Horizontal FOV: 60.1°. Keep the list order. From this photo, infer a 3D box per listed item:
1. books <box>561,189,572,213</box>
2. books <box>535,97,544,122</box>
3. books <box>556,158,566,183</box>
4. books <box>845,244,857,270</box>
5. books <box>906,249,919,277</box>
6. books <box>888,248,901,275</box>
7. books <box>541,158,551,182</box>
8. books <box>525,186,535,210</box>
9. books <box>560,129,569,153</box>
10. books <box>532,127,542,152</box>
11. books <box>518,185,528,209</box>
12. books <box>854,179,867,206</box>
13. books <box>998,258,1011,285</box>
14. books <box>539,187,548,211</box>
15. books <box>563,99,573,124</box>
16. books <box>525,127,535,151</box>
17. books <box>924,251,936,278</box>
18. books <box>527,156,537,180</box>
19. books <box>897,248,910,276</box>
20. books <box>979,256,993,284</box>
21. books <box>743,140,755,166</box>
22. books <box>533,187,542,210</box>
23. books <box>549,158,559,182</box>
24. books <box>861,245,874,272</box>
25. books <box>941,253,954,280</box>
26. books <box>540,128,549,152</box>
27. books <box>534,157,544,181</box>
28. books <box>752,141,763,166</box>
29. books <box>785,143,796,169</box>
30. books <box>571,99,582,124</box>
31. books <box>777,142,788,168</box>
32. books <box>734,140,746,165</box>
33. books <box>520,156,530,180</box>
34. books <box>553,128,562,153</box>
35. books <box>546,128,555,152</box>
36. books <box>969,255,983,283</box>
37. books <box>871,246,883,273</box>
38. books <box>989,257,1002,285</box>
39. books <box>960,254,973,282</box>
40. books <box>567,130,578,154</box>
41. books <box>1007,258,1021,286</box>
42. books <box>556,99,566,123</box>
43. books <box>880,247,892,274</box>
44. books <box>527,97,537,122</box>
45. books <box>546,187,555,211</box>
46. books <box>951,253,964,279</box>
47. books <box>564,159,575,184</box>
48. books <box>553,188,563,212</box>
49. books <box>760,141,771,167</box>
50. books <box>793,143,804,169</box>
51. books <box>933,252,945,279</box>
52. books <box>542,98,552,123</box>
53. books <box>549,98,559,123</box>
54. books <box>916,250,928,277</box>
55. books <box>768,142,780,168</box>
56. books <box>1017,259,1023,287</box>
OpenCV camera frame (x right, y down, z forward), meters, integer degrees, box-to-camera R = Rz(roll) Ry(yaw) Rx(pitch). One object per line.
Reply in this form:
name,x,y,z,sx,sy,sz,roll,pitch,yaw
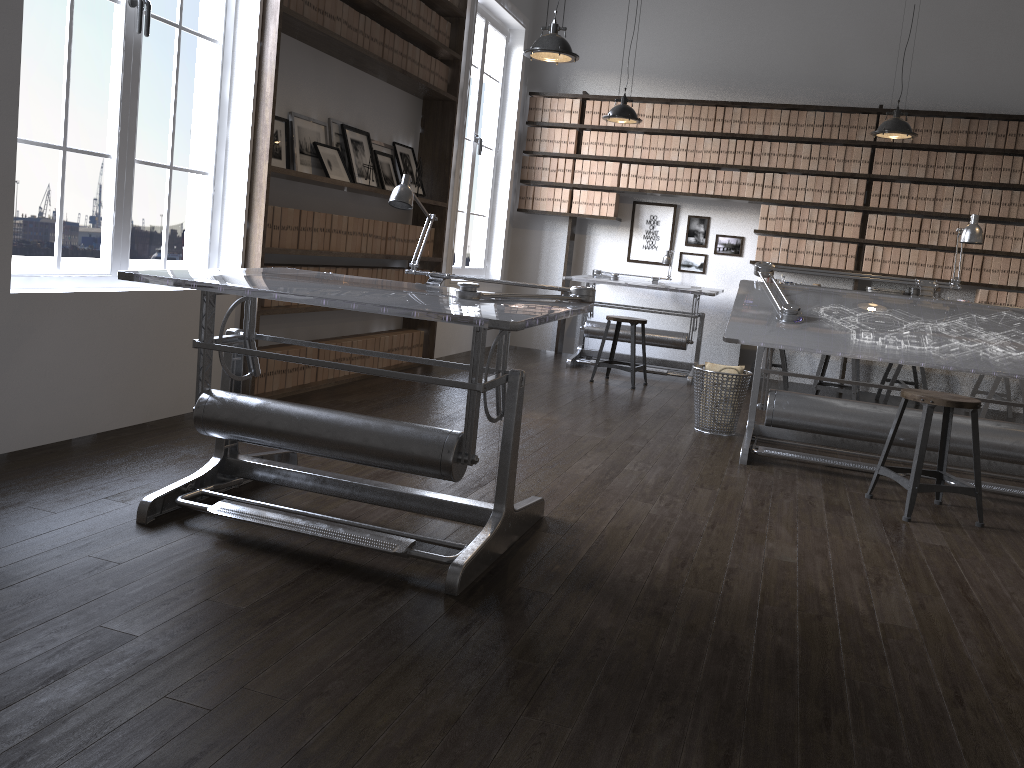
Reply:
books,0.524,-1.729,8.397,0.067,0.224,0.175,8,7,17
books,0.280,-2.593,8.415,0.067,0.224,0.175,8,7,17
books,0.483,-2.012,8.389,0.067,0.224,0.175,8,7,17
books,2.934,-1.095,7.659,0.067,0.224,0.175,8,7,17
books,3.396,-1.025,7.517,0.067,0.224,0.175,8,7,17
books,3.261,-1.046,7.561,0.067,0.224,0.175,8,7,17
books,0.345,-2.033,8.433,0.067,0.224,0.175,8,7,17
books,0.194,-1.778,8.498,0.067,0.224,0.175,8,7,17
books,0.516,-2.281,8.366,0.067,0.224,0.175,8,7,17
books,0.259,-2.319,8.441,0.067,0.224,0.175,8,7,17
books,0.125,-1.789,8.525,0.067,0.224,0.175,8,7,17
books,2.992,-1.635,7.610,0.067,0.224,0.175,8,7,17
books,4.046,-0.927,7.310,0.067,0.224,0.175,8,7,17
books,0.327,-1.758,8.459,0.067,0.224,0.175,8,7,17
books,0.548,-2.553,8.332,0.067,0.224,0.175,8,7,17
books,0.194,-2.329,8.466,0.067,0.224,0.175,8,7,17
books,3.518,-1.007,7.476,0.067,0.224,0.175,8,7,17
books,0.212,-2.053,8.479,0.067,0.224,0.175,8,7,17
books,3.327,-1.036,7.537,0.067,0.224,0.175,8,7,17
books,3.926,-0.946,7.355,0.067,0.224,0.175,8,7,17
books,2.103,-2.036,7.865,0.067,0.224,0.175,8,7,17
books,0.266,-1.768,8.481,0.067,0.224,0.175,8,7,17
books,0.414,-2.023,8.417,0.067,0.224,0.175,8,7,17
books,3.059,-1.076,7.619,0.067,0.224,0.175,8,7,17
books,3.651,-0.988,7.441,0.067,0.224,0.175,8,7,17
books,0.328,-2.309,8.421,0.067,0.224,0.175,8,7,17
books,0.279,-2.043,8.458,0.067,0.224,0.175,8,7,17
books,2.176,-2.026,7.848,0.067,0.224,0.175,8,7,17
books,2.439,-1.985,7.759,0.067,0.224,0.175,8,7,17
books,0.617,-2.543,8.313,0.067,0.224,0.175,8,7,17
books,2.377,-1.995,7.784,0.067,0.224,0.175,8,7,17
books,2.034,-2.047,7.892,0.067,0.224,0.175,8,7,17
books,0.146,-2.062,8.493,0.067,0.224,0.175,8,7,17
books,0.450,-2.290,8.380,0.067,0.224,0.175,8,7,17
books,0.388,-2.300,8.404,0.067,0.224,0.175,8,7,17
books,3.854,-0.956,7.372,0.067,0.224,0.175,8,7,17
books,3.129,-1.066,7.601,0.067,0.224,0.175,8,7,17
books,3.988,-0.937,7.333,0.067,0.224,0.175,8,7,17
books,3.785,-0.968,7.399,0.067,0.224,0.175,8,7,17
books,0.583,-2.271,8.345,0.067,0.224,0.175,8,7,17
books,4.115,-0.917,7.289,0.067,0.224,0.175,8,7,17
books,0.482,-2.563,8.357,0.067,0.224,0.175,8,7,17
books,3.196,-1.056,7.584,0.067,0.224,0.175,8,7,17
books,0.211,-2.603,8.436,0.067,0.224,0.175,8,7,17
books,0.386,-1.749,8.437,0.067,0.224,0.175,8,7,17
books,3.716,-0.977,7.416,0.067,0.224,0.175,8,7,17
books,0.555,-2.002,8.372,0.067,0.224,0.175,8,7,17
books,0.454,-1.738,8.415,0.067,0.224,0.175,8,7,17
books,2.242,-2.015,7.822,0.067,0.224,0.175,8,7,17
books,2.504,-1.976,7.743,0.067,0.224,0.175,8,7,17
books,3.583,-0.998,7.462,0.067,0.224,0.175,8,7,17
books,0.350,-2.583,8.396,0.067,0.224,0.175,8,7,17
books,0.417,-2.573,8.379,0.067,0.224,0.175,8,7,17
books,3.456,-1.017,7.500,0.067,0.224,0.175,8,7,17
books,2.310,-2.005,7.805,0.067,0.224,0.175,8,7,17
books,4.184,-0.907,7.271,0.067,0.224,0.175,8,7,17
